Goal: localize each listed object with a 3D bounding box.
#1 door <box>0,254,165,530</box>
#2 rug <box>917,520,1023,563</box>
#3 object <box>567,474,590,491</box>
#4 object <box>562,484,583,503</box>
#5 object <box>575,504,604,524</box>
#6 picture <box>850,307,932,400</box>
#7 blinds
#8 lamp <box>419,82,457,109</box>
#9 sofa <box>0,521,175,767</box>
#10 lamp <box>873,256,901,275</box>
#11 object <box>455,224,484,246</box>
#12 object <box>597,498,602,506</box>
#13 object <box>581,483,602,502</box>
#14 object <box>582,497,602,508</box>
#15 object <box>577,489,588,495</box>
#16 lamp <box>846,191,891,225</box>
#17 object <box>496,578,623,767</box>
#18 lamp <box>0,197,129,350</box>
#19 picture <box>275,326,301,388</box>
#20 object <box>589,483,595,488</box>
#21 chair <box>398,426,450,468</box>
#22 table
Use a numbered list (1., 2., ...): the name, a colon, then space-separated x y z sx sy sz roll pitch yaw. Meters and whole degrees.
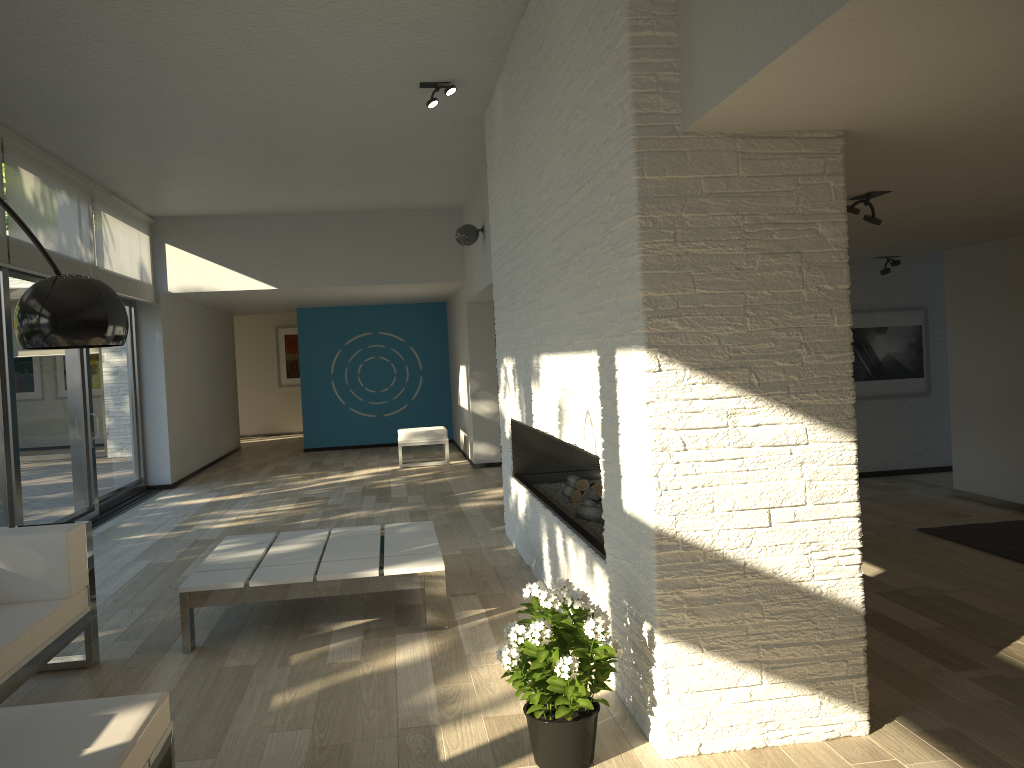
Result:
1. door: -2.585 0.210 6.171 19.441 2.373 22.952 -3 2 -8
2. rug: 3.297 0.955 4.952 0.979 0.011 1.999 -3 2 -8
3. object: 0.393 0.583 5.270 0.082 0.073 0.237 -3 2 -9
4. object: 0.357 0.649 5.268 0.075 0.074 0.246 -3 2 -9
5. object: 0.421 0.667 4.541 0.075 0.074 0.245 -4 2 -29
6. picture: 3.427 -0.282 8.218 0.959 0.828 0.017 -3 1 -8
7. blinds: -3.215 -1.242 4.204 0.056 0.983 11.531 -3 2 -8
8. lamp: -0.469 -1.844 5.663 0.234 0.153 0.135 -3 1 -8
9. sofa: -1.798 0.964 2.807 1.546 0.654 2.404 -3 2 -8
10. lamp: 3.125 -0.980 7.351 0.234 0.153 0.135 -3 1 -8
11. object: -0.369 -1.384 8.232 0.315 0.203 0.201 -3 1 -8
12. object: 0.506 0.657 4.733 0.076 0.076 0.236 -3 2 -9
13. object: 0.451 0.609 4.839 0.093 0.170 0.272 -3 1 -9
14. object: 0.431 0.661 4.736 0.075 0.074 0.246 -3 2 -9
15. object: 0.431 0.645 5.265 0.076 0.076 0.236 -3 2 -9
16. lamp: 1.656 -0.811 4.163 0.135 0.153 0.234 -3 1 -8
17. object: 0.156 0.910 2.809 0.405 0.571 0.431 -3 1 14
18. lamp: -1.598 0.289 1.826 0.282 2.023 1.754 -2 1 35
19. picture: -3.883 -0.556 17.278 1.378 1.191 0.017 -3 1 -8
20. object: 0.508 0.641 5.287 0.082 0.073 0.237 -3 2 -9
21. chair: -1.122 0.786 11.159 0.611 0.442 0.610 -3 1 -8
22. table: -1.001 1.038 4.756 1.220 0.305 1.220 -3 2 -8
